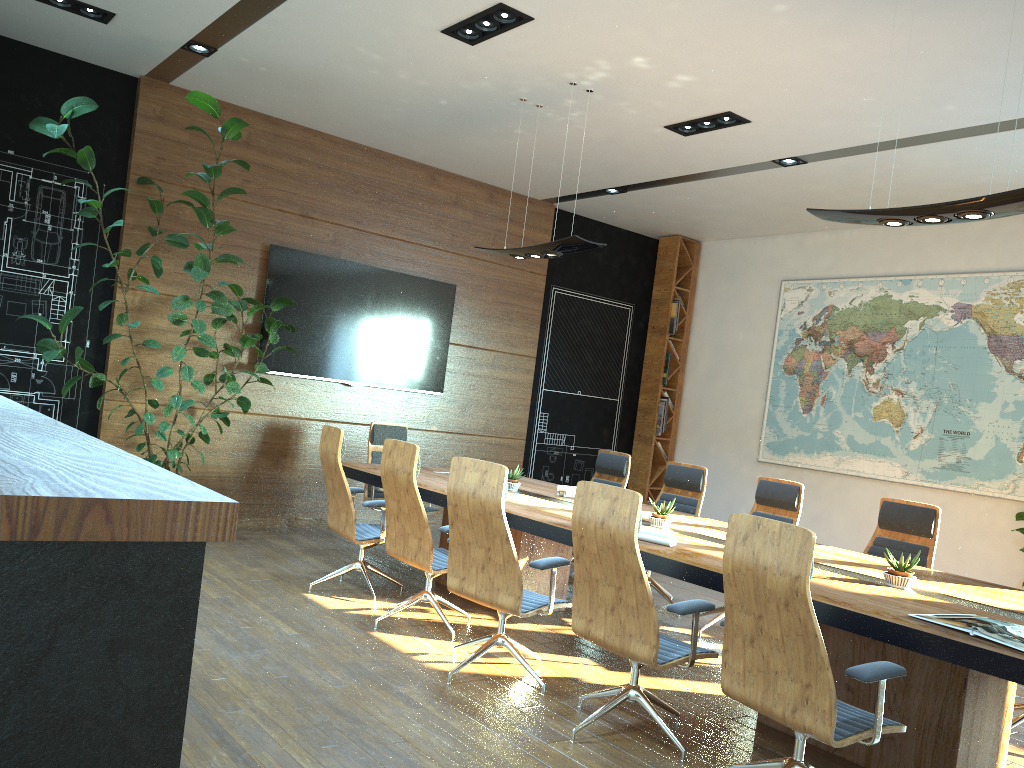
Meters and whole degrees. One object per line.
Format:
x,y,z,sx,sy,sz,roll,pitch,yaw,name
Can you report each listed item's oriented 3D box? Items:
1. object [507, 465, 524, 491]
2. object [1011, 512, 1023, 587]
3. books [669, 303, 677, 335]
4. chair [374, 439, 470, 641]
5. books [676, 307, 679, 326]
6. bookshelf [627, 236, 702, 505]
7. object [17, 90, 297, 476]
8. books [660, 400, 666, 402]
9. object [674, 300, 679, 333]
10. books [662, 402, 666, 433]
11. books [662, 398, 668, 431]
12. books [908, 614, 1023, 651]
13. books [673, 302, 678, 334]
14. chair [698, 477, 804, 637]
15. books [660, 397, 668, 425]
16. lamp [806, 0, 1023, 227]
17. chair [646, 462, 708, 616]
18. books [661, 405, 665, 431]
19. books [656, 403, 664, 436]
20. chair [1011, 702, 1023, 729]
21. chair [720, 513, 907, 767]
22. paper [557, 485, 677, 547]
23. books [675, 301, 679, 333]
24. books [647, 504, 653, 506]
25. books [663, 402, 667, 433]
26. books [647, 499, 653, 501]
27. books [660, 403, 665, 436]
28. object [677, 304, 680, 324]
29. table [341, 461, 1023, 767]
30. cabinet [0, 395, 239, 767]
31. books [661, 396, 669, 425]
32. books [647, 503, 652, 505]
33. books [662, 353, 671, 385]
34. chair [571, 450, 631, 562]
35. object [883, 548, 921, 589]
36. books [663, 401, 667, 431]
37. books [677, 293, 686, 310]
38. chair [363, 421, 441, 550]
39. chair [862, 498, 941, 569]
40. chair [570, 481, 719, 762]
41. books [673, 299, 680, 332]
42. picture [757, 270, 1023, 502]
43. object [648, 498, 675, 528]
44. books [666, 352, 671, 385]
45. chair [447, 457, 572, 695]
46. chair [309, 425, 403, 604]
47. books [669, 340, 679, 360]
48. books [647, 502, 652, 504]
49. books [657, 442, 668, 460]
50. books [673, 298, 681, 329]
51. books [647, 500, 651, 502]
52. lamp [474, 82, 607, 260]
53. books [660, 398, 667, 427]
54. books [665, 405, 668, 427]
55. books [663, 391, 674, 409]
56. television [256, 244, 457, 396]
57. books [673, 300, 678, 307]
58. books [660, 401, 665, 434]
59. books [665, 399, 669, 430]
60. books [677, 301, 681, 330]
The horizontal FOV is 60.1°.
-0.006,0.686,6.531,0.177,0.188,0.153,7,0,41,object
4.520,1.257,7.101,1.053,1.796,0.723,8,1,44,object
-1.243,-1.240,8.422,7.886,0.390,0.397,8,-1,-38,books
-0.475,0.932,5.448,0.698,1.128,0.704,7,1,-37,chair
-1.236,-1.281,8.419,7.965,0.398,0.390,8,-1,-38,books
-1.368,-0.408,8.468,8.651,3.693,0.318,8,1,-38,bookshelf
-2.810,-0.456,7.104,1.680,3.371,2.037,7,1,4,object
-1.394,-0.061,8.453,7.973,0.398,0.397,8,-1,-38,books
-1.243,-1.271,8.427,7.945,0.397,0.396,8,-1,-38,object
-1.392,-0.052,8.449,7.964,0.383,0.398,8,-1,-38,books
-1.386,-0.085,8.446,8.020,0.398,0.386,8,-1,-38,books
1.817,0.907,3.252,0.390,0.033,0.543,8,-1,-26,books
-1.242,-1.250,8.422,7.917,0.383,0.399,8,-1,-38,books
1.627,1.214,6.253,0.698,1.128,0.704,7,1,-35,chair
-1.383,-0.092,8.444,8.029,0.401,0.385,8,-1,-38,books
2.055,-1.363,4.160,0.341,1.200,1.193,6,0,-38,lamp
1.102,1.164,6.902,0.698,1.128,0.704,7,1,-42,chair
-1.398,-0.042,8.455,7.929,0.399,0.396,8,-1,-38,books
-1.399,-0.025,8.455,7.892,0.399,0.396,8,-1,-38,books
2.828,1.327,4.637,0.697,1.128,0.704,7,1,-23,chair
1.126,1.082,3.347,0.697,1.128,0.704,7,1,-31,chair
0.599,0.790,5.631,0.628,0.083,2.242,7,-1,3,paper
-1.238,-1.268,8.420,7.955,0.382,0.395,8,-1,-38,books
-1.531,1.195,8.454,7.919,0.383,0.399,8,-1,-38,books
-1.391,-0.063,8.450,7.990,0.383,0.399,8,-1,-38,books
-1.543,1.146,8.478,8.011,0.385,0.382,8,-1,-38,books
-1.394,-0.028,8.449,7.900,0.397,0.396,8,-1,-38,books
-1.240,-1.298,8.426,8.005,0.390,0.396,8,-1,-38,object
0.849,1.257,5.364,1.790,0.797,5.525,8,-1,-38,table
-1.466,0.666,1.933,0.769,1.234,2.341,7,0,-38,cabinet
-1.383,-0.107,8.445,8.063,0.398,0.390,8,-1,-38,books
-1.531,1.187,8.456,7.924,0.390,0.397,8,-1,-38,books
-1.324,-0.633,8.442,7.891,0.390,0.396,8,-1,-38,books
0.585,1.116,7.583,0.698,1.128,0.704,7,1,-38,chair
1.823,0.858,4.159,0.153,0.188,0.178,7,0,27,object
-1.390,-0.063,8.448,7.982,0.390,0.397,8,-1,-38,books
-1.348,-0.256,8.421,8.440,2.649,0.160,8,0,-38,books
-0.955,0.926,7.718,0.708,1.128,0.694,7,1,-42,chair
2.231,1.272,5.480,0.698,1.128,0.704,7,1,-38,chair
0.597,1.032,4.032,0.698,1.128,0.704,7,1,-37,chair
-1.237,-1.292,8.422,7.989,0.396,0.396,8,-1,-38,books
3.896,-0.051,8.735,0.030,2.065,3.224,6,0,-38,picture
0.901,0.771,5.358,0.153,0.188,0.177,7,0,2,object
-1.318,-0.641,8.436,7.905,0.396,0.396,8,-1,-38,books
-0.015,0.970,4.646,0.704,1.128,0.698,8,1,44,chair
-1.004,0.882,6.127,0.697,1.128,0.704,7,1,-30,chair
-1.300,-0.884,8.447,8.440,0.231,0.237,8,-1,-38,books
-1.548,1.175,8.479,7.944,0.383,0.398,8,-1,-38,books
-1.438,0.356,8.451,8.447,0.220,0.232,8,-1,-38,books
-1.237,-1.303,8.423,8.014,0.393,0.396,8,-1,-38,books
-1.541,1.162,8.473,7.961,0.399,0.396,8,-1,-38,books
5.065,0.197,0.653,9.417,3.711,16.634,8,-1,-38,lamp
-1.386,-0.078,8.445,7.999,0.404,0.390,8,-1,-38,books
-1.387,-0.094,8.448,8.045,0.388,0.389,8,-1,-38,books
-1.351,-0.267,8.426,8.444,0.208,0.175,8,0,-38,books
-1.464,-0.560,8.622,2.036,1.181,0.074,8,1,-38,television
-1.244,-1.269,8.428,7.936,0.399,0.396,8,-1,-38,books
-1.395,-0.045,8.452,7.937,0.397,0.396,8,-1,-38,books
-1.385,-0.095,8.446,8.054,0.381,0.395,8,-1,-38,books
-1.234,-1.306,8.420,8.022,0.390,0.396,8,-1,-38,books
